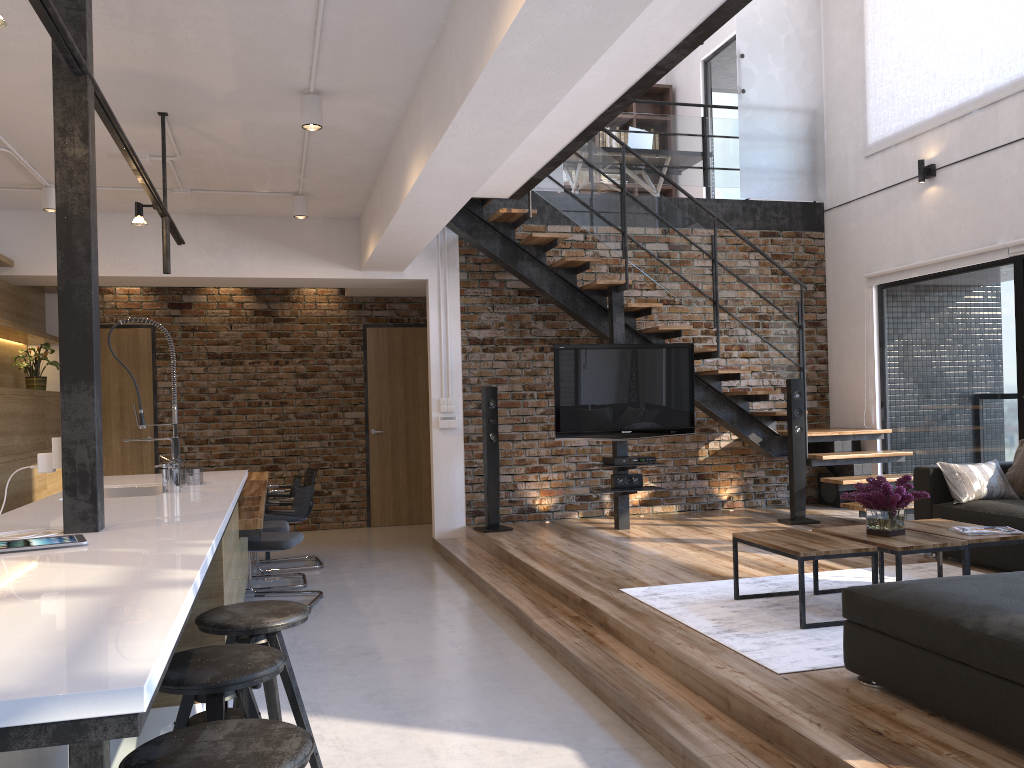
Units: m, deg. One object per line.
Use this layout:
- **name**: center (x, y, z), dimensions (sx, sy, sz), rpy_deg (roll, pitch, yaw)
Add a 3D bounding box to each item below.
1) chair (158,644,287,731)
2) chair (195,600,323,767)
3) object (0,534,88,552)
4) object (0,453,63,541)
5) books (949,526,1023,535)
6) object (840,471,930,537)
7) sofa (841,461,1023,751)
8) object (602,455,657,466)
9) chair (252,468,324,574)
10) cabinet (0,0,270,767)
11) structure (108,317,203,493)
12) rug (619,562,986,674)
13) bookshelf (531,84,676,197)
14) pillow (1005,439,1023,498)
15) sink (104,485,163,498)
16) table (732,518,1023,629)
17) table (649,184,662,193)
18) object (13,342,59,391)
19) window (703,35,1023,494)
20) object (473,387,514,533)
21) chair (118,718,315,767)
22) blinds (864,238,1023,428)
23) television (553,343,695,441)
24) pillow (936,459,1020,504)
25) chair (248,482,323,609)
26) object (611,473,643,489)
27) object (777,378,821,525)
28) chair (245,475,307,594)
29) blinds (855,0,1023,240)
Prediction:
- **chair**: center (-0.756, 1.026, 2.289), dimensions (0.365, 0.630, 0.365), rpy_deg (-2, -1, 30)
- **chair**: center (-0.817, 1.038, 2.834), dimensions (0.366, 0.630, 0.367), rpy_deg (-1, -1, -40)
- **object**: center (-1.320, 0.446, 2.469), dimensions (0.240, 0.013, 0.188), rpy_deg (-1, -1, -30)
- **object**: center (-1.506, 0.336, 2.610), dimensions (0.214, 0.246, 0.417), rpy_deg (-2, -1, 6)
- **books**: center (2.384, 0.738, 4.462), dimensions (0.295, 0.013, 0.229), rpy_deg (-2, -1, 6)
- **object**: center (1.878, 0.587, 4.464), dimensions (0.375, 0.343, 0.342), rpy_deg (-1, -1, -13)
- **sofa**: center (2.541, 0.738, 4.224), dimensions (2.998, 0.700, 3.044), rpy_deg (-1, -1, -15)
- **object**: center (0.944, 0.616, 7.138), dimensions (0.360, 0.058, 0.275), rpy_deg (-1, -1, -15)
- **chair**: center (-1.814, 1.081, 7.110), dimensions (0.540, 0.768, 0.520), rpy_deg (-1, -1, -20)
- **cabinet**: center (-2.483, -0.007, 4.210), dimensions (2.473, 2.871, 9.118), rpy_deg (-1, -1, -15)
- **structure**: center (-1.602, 0.090, 4.269), dimensions (0.392, 0.813, 0.507), rpy_deg (-2, -1, 24)
- **rug**: center (1.832, 1.109, 4.459), dimensions (2.113, 0.003, 1.637), rpy_deg (-1, -1, -15)
- **bookshelf**: center (0.813, -2.806, 11.587), dimensions (2.717, 2.281, 0.307), rpy_deg (-1, 0, -15)
- **pillow**: center (3.335, 0.547, 5.583), dimensions (0.265, 0.382, 0.609), rpy_deg (-1, -1, -15)
- **sink**: center (-1.825, 0.611, 4.151), dimensions (0.406, 0.203, 0.706), rpy_deg (-1, -1, -15)
- **table**: center (1.862, 0.933, 4.475), dimensions (1.298, 0.350, 0.697), rpy_deg (-1, -1, -15)
- **table**: center (1.074, -2.032, 9.225), dimensions (1.860, 0.635, 0.744), rpy_deg (-1, -1, -15)
- **object**: center (-4.257, -0.132, 7.970), dimensions (0.344, 0.475, 0.390), rpy_deg (-2, -1, 20)
- **window**: center (2.227, -1.465, 5.276), dimensions (5.663, 5.566, 13.401), rpy_deg (-1, -1, -15)
- **object**: center (-0.175, 0.627, 7.460), dimensions (0.271, 1.206, 0.271), rpy_deg (-1, 0, -25)
- **chair**: center (-0.552, 1.008, 1.695), dimensions (0.366, 0.630, 0.367), rpy_deg (-2, -1, 0)
- **blinds**: center (3.920, -0.051, 5.481), dimensions (0.095, 2.043, 5.370), rpy_deg (-1, -1, -15)
- **television**: center (0.905, 0.069, 7.189), dimensions (1.207, 0.783, 0.136), rpy_deg (-1, 0, -15)
- **pillow**: center (2.973, 0.623, 5.642), dimensions (0.498, 0.265, 0.212), rpy_deg (-1, -1, -14)
- **chair**: center (-1.542, 1.047, 5.776), dimensions (0.540, 0.768, 0.519), rpy_deg (-2, -1, 0)
- **object**: center (0.935, 0.790, 7.215), dimensions (0.247, 0.112, 0.089), rpy_deg (-1, -1, -15)
- **object**: center (2.383, 0.558, 7.422), dimensions (0.271, 1.206, 0.271), rpy_deg (-1, 0, -10)
- **chair**: center (-1.766, 1.065, 6.390), dimensions (0.540, 0.768, 0.520), rpy_deg (-1, -1, -15)
- **blinds**: center (2.325, -2.792, 7.614), dimensions (1.995, 2.975, 10.207), rpy_deg (-1, -1, -36)
